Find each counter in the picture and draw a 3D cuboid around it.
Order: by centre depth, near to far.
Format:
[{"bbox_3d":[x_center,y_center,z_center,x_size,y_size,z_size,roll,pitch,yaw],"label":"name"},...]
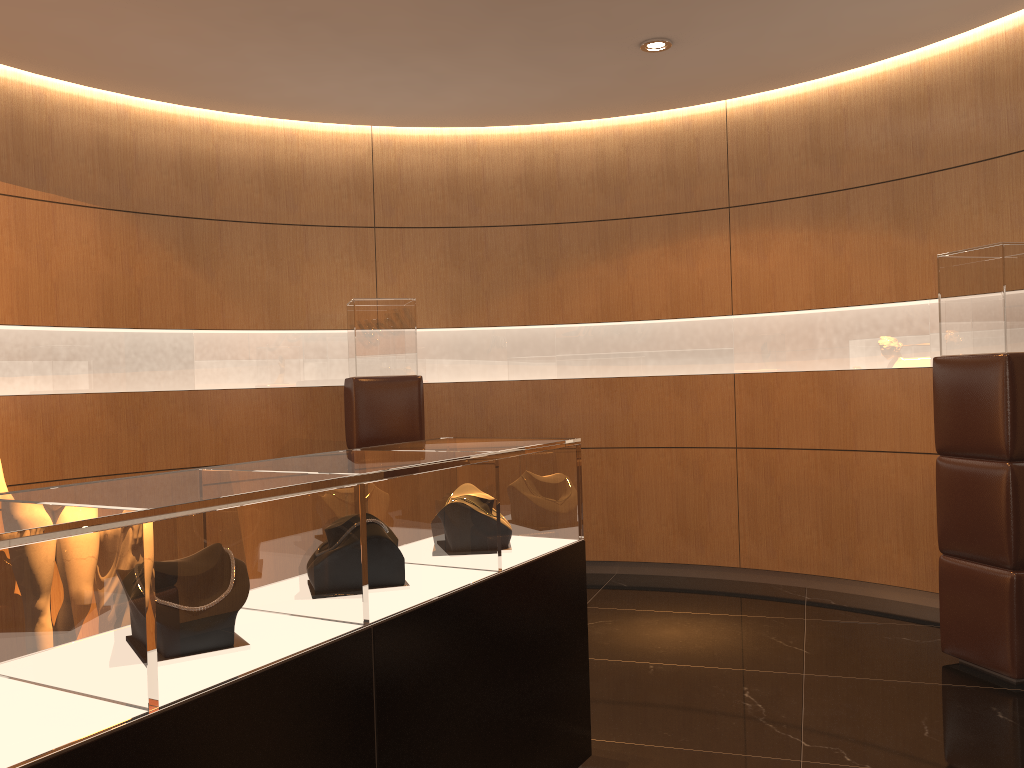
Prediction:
[{"bbox_3d":[-0.603,0.814,2.328,0.615,1.173,2.514,-2,0,29],"label":"counter"}]

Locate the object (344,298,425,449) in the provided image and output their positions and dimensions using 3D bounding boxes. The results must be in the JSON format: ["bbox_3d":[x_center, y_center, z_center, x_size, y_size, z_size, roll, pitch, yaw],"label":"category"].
[{"bbox_3d":[-0.843,0.450,5.874,0.484,2.000,0.498,-2,0,-17],"label":"object"}]

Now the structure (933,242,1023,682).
[{"bbox_3d":[2.373,0.355,4.242,0.484,2.000,0.498,-2,0,-16],"label":"structure"}]

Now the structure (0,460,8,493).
[{"bbox_3d":[-2.730,0.595,4.167,0.477,1.836,0.733,-2,0,18],"label":"structure"}]
